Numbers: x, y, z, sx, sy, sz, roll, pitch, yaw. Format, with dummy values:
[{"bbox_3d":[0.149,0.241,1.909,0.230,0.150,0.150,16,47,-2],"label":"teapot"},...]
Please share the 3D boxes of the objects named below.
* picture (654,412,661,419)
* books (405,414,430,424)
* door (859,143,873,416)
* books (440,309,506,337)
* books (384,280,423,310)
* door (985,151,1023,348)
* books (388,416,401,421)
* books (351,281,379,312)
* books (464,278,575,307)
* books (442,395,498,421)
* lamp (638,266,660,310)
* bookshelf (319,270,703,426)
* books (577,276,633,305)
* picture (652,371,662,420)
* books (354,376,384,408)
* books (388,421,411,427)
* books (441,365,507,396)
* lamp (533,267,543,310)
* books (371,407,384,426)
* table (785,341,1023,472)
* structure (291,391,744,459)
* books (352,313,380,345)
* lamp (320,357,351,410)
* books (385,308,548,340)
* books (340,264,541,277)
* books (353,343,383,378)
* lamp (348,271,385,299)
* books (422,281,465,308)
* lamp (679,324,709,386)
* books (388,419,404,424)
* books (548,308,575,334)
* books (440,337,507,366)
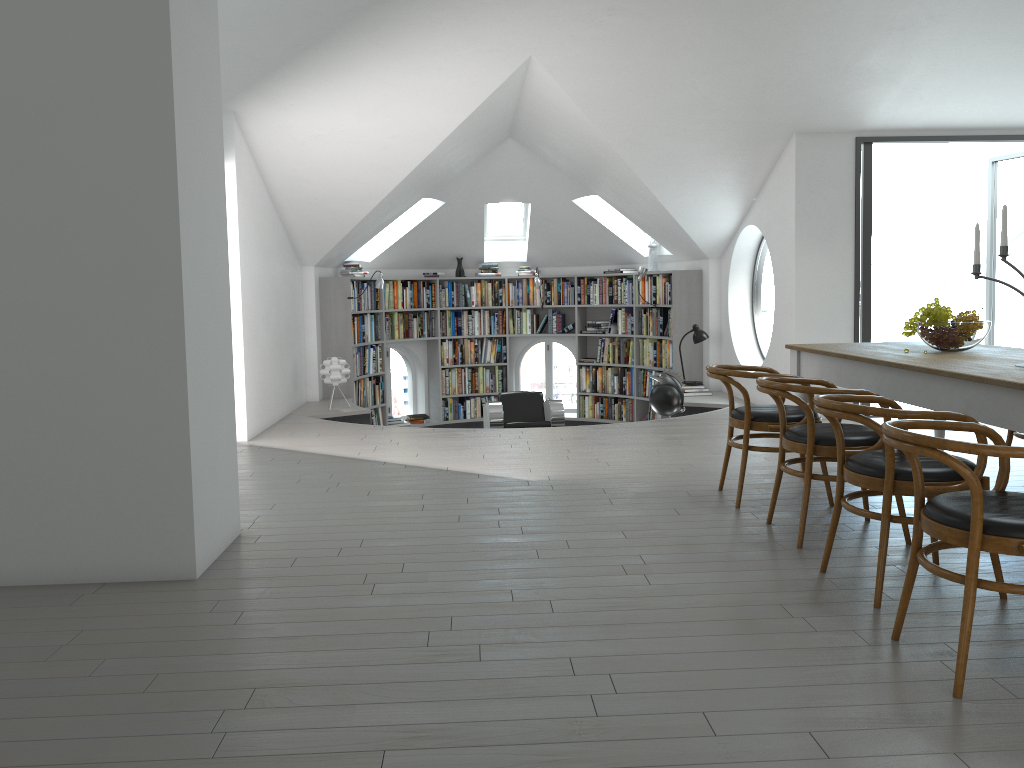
[{"bbox_3d":[1.734,0.482,10.228,0.107,0.554,0.490,-2,5,-12],"label":"picture"},{"bbox_3d":[-1.228,0.456,11.553,0.318,0.099,0.292,-1,6,-1],"label":"books"},{"bbox_3d":[3.041,-0.946,8.180,0.080,2.341,1.054,-1,5,-3],"label":"door"},{"bbox_3d":[-0.557,-0.824,11.859,1.028,0.358,0.301,-3,5,-17],"label":"books"},{"bbox_3d":[-1.469,-1.131,11.230,0.269,0.372,0.794,3,7,41],"label":"books"},{"bbox_3d":[4.863,-0.990,8.239,0.080,2.341,1.053,-3,5,-18],"label":"door"},{"bbox_3d":[-1.555,0.443,11.362,0.213,0.036,0.227,-4,7,-26],"label":"books"},{"bbox_3d":[-1.863,-1.036,10.428,0.300,0.360,1.035,0,6,13],"label":"books"},{"bbox_3d":[0.114,-1.226,11.840,1.565,0.366,0.395,-1,5,3],"label":"books"},{"bbox_3d":[-0.525,0.304,11.899,1.019,0.306,0.288,-3,5,-18],"label":"books"},{"bbox_3d":[1.630,-1.136,10.519,0.275,0.524,0.112,-2,4,-12],"label":"lamp"},{"bbox_3d":[-0.023,-0.418,11.105,4.333,1.876,2.114,-1,5,-3],"label":"bookshelf"},{"bbox_3d":[1.268,-1.208,11.422,0.970,0.366,0.306,4,7,41],"label":"books"},{"bbox_3d":[1.766,0.303,10.397,0.090,0.861,0.579,-2,5,-13],"label":"picture"},{"bbox_3d":[-1.861,0.304,10.253,0.390,0.694,1.645,-1,6,7],"label":"books"},{"bbox_3d":[-1.554,0.508,11.367,0.366,0.042,0.388,-5,7,-36],"label":"books"},{"bbox_3d":[-0.517,-0.059,11.882,1.032,0.357,0.293,-3,5,-18],"label":"books"},{"bbox_3d":[0.343,-1.240,11.581,0.113,0.565,0.358,-1,5,4],"label":"lamp"},{"bbox_3d":[-1.825,0.461,10.592,0.283,0.319,0.920,0,6,16],"label":"books"},{"bbox_3d":[2.270,0.313,3.824,1.018,0.797,3.357,-1,6,-3],"label":"table"},{"bbox_3d":[0.058,0.486,9.788,4.713,0.691,4.717,4,8,42],"label":"structure"},{"bbox_3d":[-1.864,-0.652,10.477,0.303,0.347,1.091,0,6,13],"label":"books"},{"bbox_3d":[-1.810,-0.012,9.082,0.305,0.524,0.306,-2,5,-14],"label":"lamp"},{"bbox_3d":[-0.693,-0.790,11.621,2.530,0.370,0.592,-4,6,-22],"label":"books"},{"bbox_3d":[-0.940,-1.455,11.357,2.817,0.173,0.748,-5,7,-32],"label":"books"},{"bbox_3d":[-1.821,-0.274,10.470,0.260,0.358,1.022,0,6,14],"label":"books"},{"bbox_3d":[-1.642,-1.118,9.978,0.414,0.311,0.117,-2,4,-6],"label":"lamp"},{"bbox_3d":[-0.946,-1.176,11.667,0.683,0.345,0.265,-4,6,-26],"label":"books"},{"bbox_3d":[1.983,-0.321,9.648,0.322,0.659,0.234,0,5,13],"label":"lamp"},{"bbox_3d":[-1.555,0.475,11.365,0.269,0.031,0.286,-4,7,-26],"label":"books"},{"bbox_3d":[0.696,-0.840,11.786,0.399,0.340,0.225,0,5,17],"label":"books"},{"bbox_3d":[-0.537,-0.443,11.847,0.998,0.351,0.298,-3,5,-19],"label":"books"}]
